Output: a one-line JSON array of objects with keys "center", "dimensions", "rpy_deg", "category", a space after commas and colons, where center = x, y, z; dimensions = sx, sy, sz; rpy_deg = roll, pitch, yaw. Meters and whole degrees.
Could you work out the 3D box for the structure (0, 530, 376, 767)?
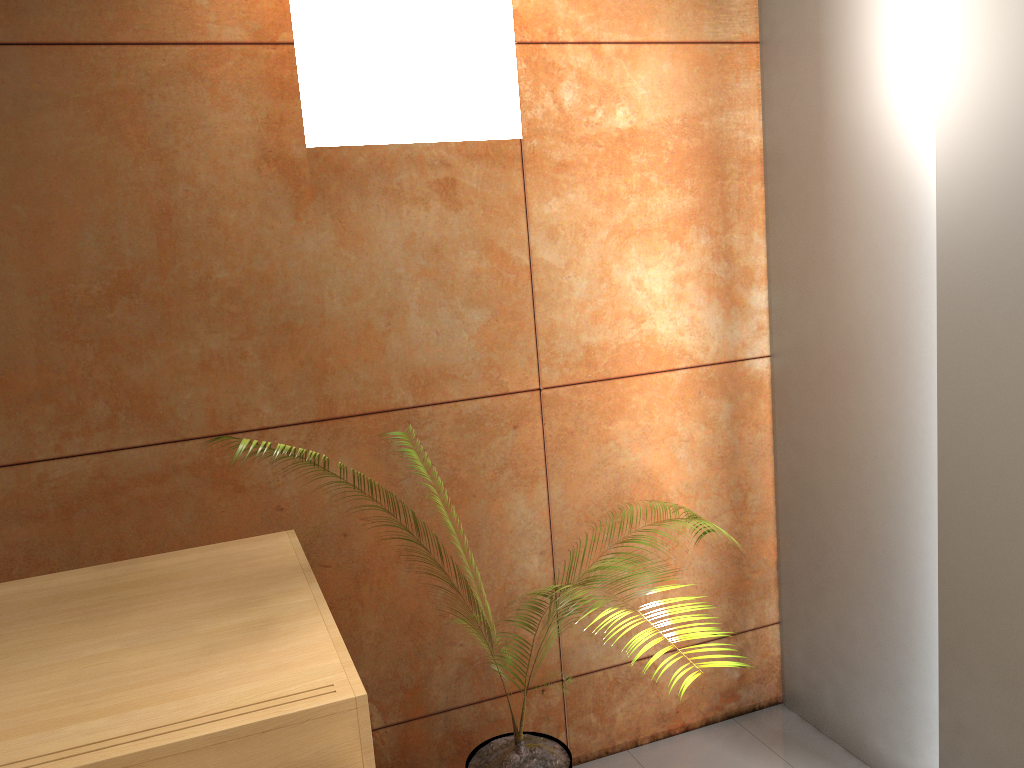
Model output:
[{"center": [-0.956, 1.021, 1.049], "dimensions": [1.950, 1.110, 2.400], "rpy_deg": [-8, 10, -20], "category": "structure"}]
